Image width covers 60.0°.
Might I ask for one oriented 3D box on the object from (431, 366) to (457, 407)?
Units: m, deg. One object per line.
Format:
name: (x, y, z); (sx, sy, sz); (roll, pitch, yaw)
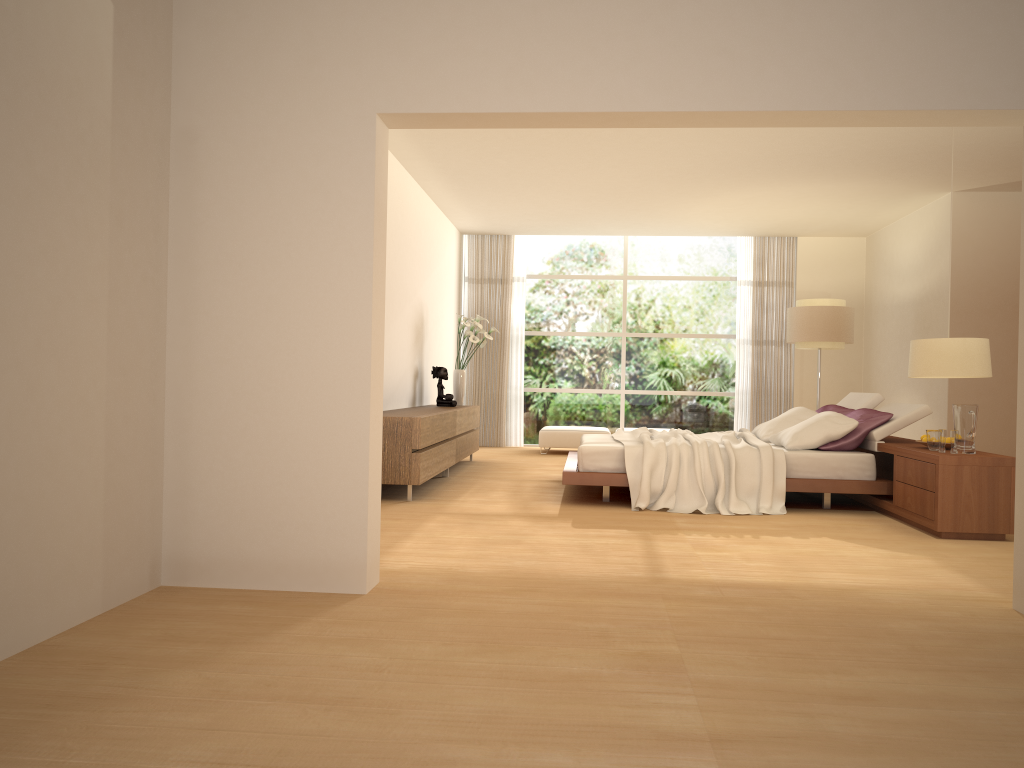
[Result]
object: (-0.758, 0.027, 9.950); (0.282, 0.453, 0.181); (1, 0, 5)

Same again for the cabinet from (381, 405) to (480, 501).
cabinet: (-0.847, 0.586, 8.801); (0.588, 0.662, 3.713); (1, 0, 5)

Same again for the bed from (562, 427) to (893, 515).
bed: (1.747, 0.689, 7.843); (2.535, 0.570, 2.599); (1, 0, 5)

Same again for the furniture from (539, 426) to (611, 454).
furniture: (0.869, 0.771, 12.192); (0.965, 0.346, 0.964); (1, 0, 5)

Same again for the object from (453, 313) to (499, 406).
object: (-0.465, -0.287, 10.419); (0.515, 1.085, 0.608); (1, 0, -37)

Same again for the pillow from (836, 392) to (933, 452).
pillow: (3.114, 0.307, 7.780); (0.461, 0.457, 1.779); (1, 0, 4)

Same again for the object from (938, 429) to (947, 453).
object: (2.911, 0.385, 6.001); (0.052, 0.154, 0.052); (1, 0, 23)

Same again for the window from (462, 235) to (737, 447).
window: (1.651, -0.726, 13.094); (4.781, 3.371, 0.071); (1, 0, 5)

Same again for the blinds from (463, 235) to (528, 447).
blinds: (-0.267, -0.757, 13.006); (0.950, 3.352, 0.211); (1, 0, 4)

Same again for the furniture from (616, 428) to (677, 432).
furniture: (1.900, 0.793, 12.101); (0.965, 0.346, 0.964); (1, 0, 5)

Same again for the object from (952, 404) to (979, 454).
object: (3.040, 0.301, 5.932); (0.159, 0.328, 0.227); (1, 0, -27)

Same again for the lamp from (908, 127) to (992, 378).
lamp: (2.620, -1.233, 5.261); (0.451, 2.399, 0.451); (1, 0, 3)

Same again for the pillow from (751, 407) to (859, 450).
pillow: (2.515, 0.380, 7.816); (0.561, 0.339, 1.720); (1, 0, 5)

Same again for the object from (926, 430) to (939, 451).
object: (2.930, 0.391, 6.156); (0.110, 0.141, 0.110); (1, 0, -43)

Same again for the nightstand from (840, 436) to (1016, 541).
nightstand: (3.163, 0.734, 7.773); (0.493, 0.539, 4.220); (1, 0, 5)

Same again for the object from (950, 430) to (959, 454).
object: (2.946, 0.386, 5.909); (0.052, 0.154, 0.052); (1, 0, 23)

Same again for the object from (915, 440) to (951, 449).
object: (3.078, 0.439, 6.362); (0.337, 0.053, 0.337); (1, 0, 19)

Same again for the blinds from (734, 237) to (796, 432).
blinds: (3.595, -0.675, 12.613); (0.814, 3.351, 0.202); (1, 0, 4)

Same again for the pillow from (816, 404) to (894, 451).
pillow: (2.785, 0.372, 7.799); (0.575, 0.369, 1.683); (1, 0, 5)

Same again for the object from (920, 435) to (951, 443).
object: (3.074, 0.412, 6.379); (0.230, 0.084, 0.259); (1, 0, -25)

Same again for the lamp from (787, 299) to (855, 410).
lamp: (3.726, 0.000, 10.763); (0.817, 2.018, 0.817); (1, 0, -42)
